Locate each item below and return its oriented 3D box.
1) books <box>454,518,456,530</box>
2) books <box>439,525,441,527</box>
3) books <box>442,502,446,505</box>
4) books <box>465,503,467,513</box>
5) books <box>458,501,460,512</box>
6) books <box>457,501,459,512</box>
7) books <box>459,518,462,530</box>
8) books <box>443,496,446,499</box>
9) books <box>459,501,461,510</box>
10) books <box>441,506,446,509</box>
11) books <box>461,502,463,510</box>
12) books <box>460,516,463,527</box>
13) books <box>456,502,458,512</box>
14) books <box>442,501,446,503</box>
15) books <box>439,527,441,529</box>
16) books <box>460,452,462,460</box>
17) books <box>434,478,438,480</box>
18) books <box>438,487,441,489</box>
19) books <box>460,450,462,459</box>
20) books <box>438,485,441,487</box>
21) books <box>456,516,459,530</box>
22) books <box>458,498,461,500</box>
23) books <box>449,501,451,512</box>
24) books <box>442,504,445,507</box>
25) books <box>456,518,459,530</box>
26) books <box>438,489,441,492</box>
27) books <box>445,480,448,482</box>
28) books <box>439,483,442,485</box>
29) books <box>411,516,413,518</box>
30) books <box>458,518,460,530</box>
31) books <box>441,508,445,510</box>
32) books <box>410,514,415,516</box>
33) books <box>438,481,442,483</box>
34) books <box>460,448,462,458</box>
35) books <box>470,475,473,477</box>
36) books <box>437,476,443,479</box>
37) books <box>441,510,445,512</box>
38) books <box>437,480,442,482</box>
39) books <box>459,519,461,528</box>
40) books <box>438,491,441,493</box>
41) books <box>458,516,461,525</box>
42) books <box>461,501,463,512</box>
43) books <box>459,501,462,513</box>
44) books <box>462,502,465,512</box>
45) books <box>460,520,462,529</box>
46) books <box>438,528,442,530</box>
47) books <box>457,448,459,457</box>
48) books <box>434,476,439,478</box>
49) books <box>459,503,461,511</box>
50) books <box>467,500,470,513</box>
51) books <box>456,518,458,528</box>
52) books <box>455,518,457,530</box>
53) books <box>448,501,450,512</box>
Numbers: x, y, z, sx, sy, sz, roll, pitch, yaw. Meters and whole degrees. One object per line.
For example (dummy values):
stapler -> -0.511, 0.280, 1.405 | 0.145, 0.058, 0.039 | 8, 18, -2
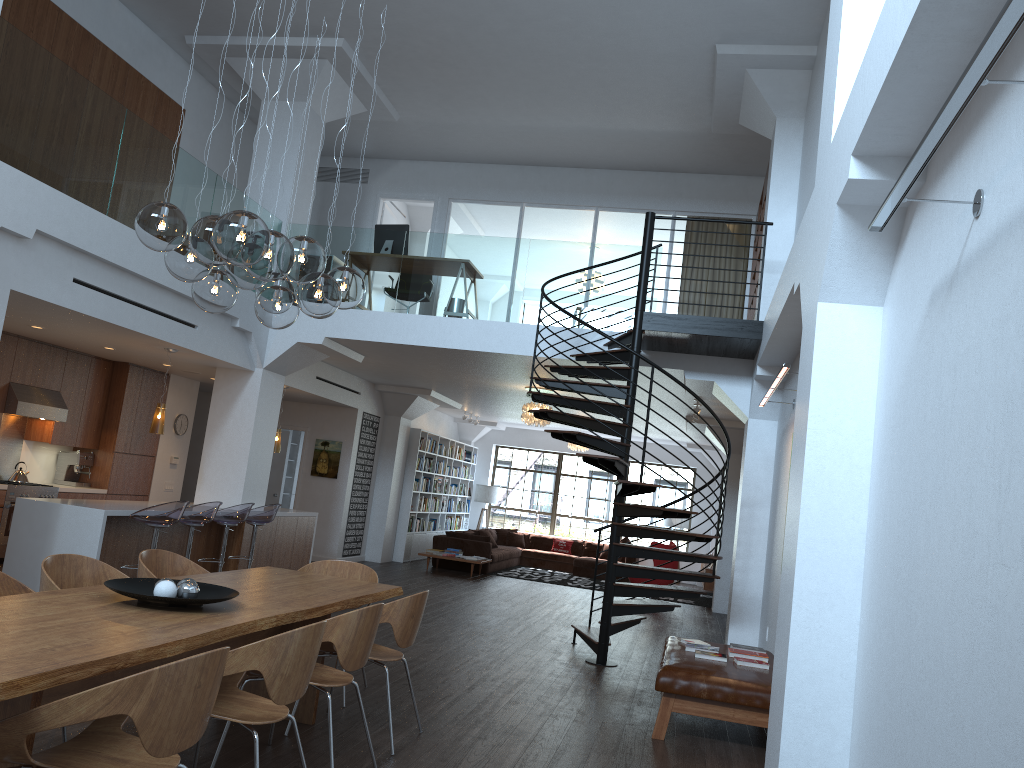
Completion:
books -> -1.315, 3.034, 19.285 | 0.183, 0.253, 0.036 | 6, -7, 12
books -> -1.604, 2.894, 18.197 | 0.254, 0.032, 0.174 | 5, -7, 17
books -> -1.498, 2.449, 18.276 | 0.253, 0.040, 0.183 | 6, -7, 12
books -> -1.109, 2.783, 20.062 | 0.172, 0.235, 0.112 | 6, -7, 12
books -> -1.249, 2.680, 19.442 | 0.183, 0.253, 0.039 | 6, -7, 12
books -> -1.259, 2.664, 19.339 | 0.174, 0.251, 0.051 | 6, -7, 12
books -> -1.222, 3.108, 19.758 | 0.171, 0.246, 0.057 | 6, -7, 12
books -> -1.467, 2.331, 18.280 | 0.185, 0.041, 0.129 | 4, -8, 26
books -> -1.227, 2.695, 19.545 | 0.160, 0.251, 0.036 | 6, -7, 12
books -> -1.514, 2.533, 18.289 | 0.259, 0.040, 0.180 | 6, -7, 12
books -> -1.192, 2.731, 19.686 | 0.161, 0.223, 0.032 | 6, -7, 12
books -> -1.206, 3.098, 19.842 | 0.176, 0.290, 0.053 | 6, -7, 12
books -> -1.270, 2.672, 19.298 | 0.161, 0.223, 0.030 | 6, -7, 12
books -> -1.487, 2.416, 18.285 | 0.223, 0.032, 0.161 | 6, -7, 12
books -> -1.604, 2.926, 18.189 | 0.284, 0.033, 0.197 | 8, -7, -3
books -> -1.189, 1.523, 19.206 | 0.174, 0.240, 0.045 | 6, -7, 12
books -> -1.578, 1.864, 17.513 | 0.174, 0.045, 0.240 | 6, -7, 12
books -> -1.561, 2.091, 17.867 | 0.180, 0.042, 0.259 | 6, -7, 12
books -> -1.188, 1.512, 19.168 | 0.183, 0.253, 0.034 | 6, -7, 12
books -> -1.540, 2.051, 17.884 | 0.168, 0.045, 0.231 | 6, -7, 7
books -> -1.279, 3.052, 19.522 | 0.198, 0.284, 0.066 | 6, -7, 12
books -> -1.249, 2.498, 19.378 | 0.224, 0.030, 0.161 | 4, -8, 22
books -> -1.383, 2.568, 18.692 | 0.182, 0.253, 0.098 | 6, -7, 12
books -> -1.498, 2.491, 18.277 | 0.231, 0.044, 0.168 | 6, -7, 7
books -> -1.276, 3.060, 19.460 | 0.183, 0.253, 0.037 | 6, -7, 12
books -> -1.542, 2.133, 17.862 | 0.160, 0.039, 0.251 | 5, -7, 17
books -> -1.444, 1.982, 18.229 | 0.223, 0.031, 0.161 | 6, -7, 12
books -> -1.527, 2.009, 17.883 | 0.183, 0.042, 0.253 | 6, -7, 12
books -> -1.911, 2.425, 16.228 | 0.174, 0.045, 0.240 | 7, -7, 2
books -> -1.257, 3.080, 19.577 | 0.189, 0.247, 0.057 | 6, -7, 12
books -> -1.519, 2.568, 18.259 | 0.251, 0.037, 0.160 | 5, -7, 17
books -> -1.902, 2.386, 16.209 | 0.223, 0.027, 0.161 | 4, -8, 21
books -> -1.528, 1.974, 17.895 | 0.161, 0.033, 0.223 | 6, -7, 12
books -> -1.191, 1.507, 19.135 | 0.183, 0.253, 0.034 | 6, -7, 12
books -> -1.043, 2.081, 20.224 | 0.174, 0.032, 0.254 | 14, -10, -42
books -> -1.502, 1.890, 17.914 | 0.129, 0.043, 0.185 | 4, -8, 26
books -> -1.523, 2.605, 18.252 | 0.246, 0.038, 0.171 | 6, -7, 12
books -> -1.534, 1.948, 17.925 | 0.223, 0.027, 0.161 | 7, -7, 2
books -> -1.234, 3.104, 19.713 | 0.159, 0.241, 0.038 | 6, -7, 12
books -> -1.543, 2.172, 17.858 | 0.171, 0.039, 0.246 | 6, -7, 12
books -> -1.227, 3.065, 19.625 | 0.140, 0.298, 0.044 | 6, -7, 12
books -> -1.189, 2.722, 19.723 | 0.160, 0.251, 0.039 | 6, -7, 12
books -> -1.208, 2.706, 19.625 | 0.183, 0.253, 0.042 | 6, -7, 12
books -> -1.167, 2.752, 19.841 | 0.168, 0.228, 0.139 | 6, -7, 12
books -> -1.215, 3.126, 19.798 | 0.161, 0.223, 0.027 | 6, -7, 12
books -> -1.609, 2.960, 18.184 | 0.284, 0.035, 0.197 | 6, -7, 12
books -> -1.248, 1.487, 18.978 | 0.174, 0.240, 0.045 | 6, -7, 12
books -> -1.570, 1.826, 17.494 | 0.223, 0.027, 0.161 | 4, -8, 21
books -> -1.234, 2.709, 19.586 | 0.168, 0.231, 0.045 | 6, -7, 12
books -> -1.062, 2.792, 20.311 | 0.176, 0.290, 0.053 | 6, -7, 12
books -> -1.285, 3.057, 19.430 | 0.160, 0.250, 0.027 | 6, -7, 12
books -> -1.304, 3.039, 19.318 | 0.183, 0.253, 0.037 | 6, -7, 12
books -> -1.404, 2.559, 18.608 | 0.174, 0.243, 0.085 | 6, -7, 12
